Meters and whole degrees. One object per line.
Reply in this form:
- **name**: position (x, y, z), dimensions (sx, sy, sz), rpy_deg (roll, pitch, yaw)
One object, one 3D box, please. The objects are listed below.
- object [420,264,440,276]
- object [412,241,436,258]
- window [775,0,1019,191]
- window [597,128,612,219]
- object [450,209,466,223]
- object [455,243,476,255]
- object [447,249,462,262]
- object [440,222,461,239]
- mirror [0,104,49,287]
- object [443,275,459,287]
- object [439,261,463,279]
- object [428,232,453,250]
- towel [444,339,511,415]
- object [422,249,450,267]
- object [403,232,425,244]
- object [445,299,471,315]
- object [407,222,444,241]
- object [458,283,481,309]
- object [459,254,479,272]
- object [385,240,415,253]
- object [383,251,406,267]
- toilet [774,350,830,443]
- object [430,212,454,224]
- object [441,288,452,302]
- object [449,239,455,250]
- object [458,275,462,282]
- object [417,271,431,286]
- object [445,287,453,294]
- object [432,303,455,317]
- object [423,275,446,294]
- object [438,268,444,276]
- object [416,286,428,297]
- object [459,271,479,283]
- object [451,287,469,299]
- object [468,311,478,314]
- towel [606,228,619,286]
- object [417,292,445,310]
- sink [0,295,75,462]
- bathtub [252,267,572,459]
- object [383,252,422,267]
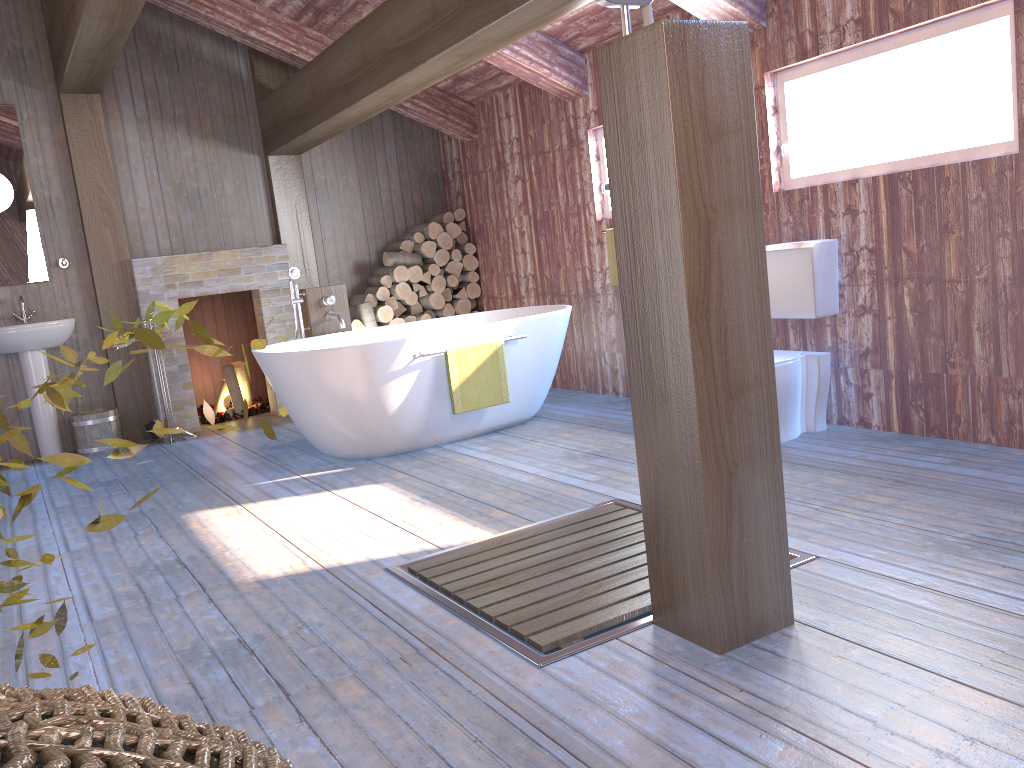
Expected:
- **object**: position (-0.731, -0.938, 7.321), dimensions (0.102, 0.109, 0.438), rpy_deg (-11, 9, -29)
- **object**: position (-0.778, -1.100, 7.307), dimensions (0.139, 0.148, 0.458), rpy_deg (-11, 9, -29)
- **window**: position (1.666, -1.224, 3.922), dimensions (0.054, 0.587, 1.255), rpy_deg (-11, 9, -28)
- **window**: position (0.907, -1.328, 5.265), dimensions (0.054, 0.587, 1.255), rpy_deg (-11, 9, -28)
- **object**: position (-0.498, -1.406, 7.470), dimensions (0.112, 0.113, 0.271), rpy_deg (-11, 9, -29)
- **object**: position (-0.449, -1.131, 7.476), dimensions (0.102, 0.109, 0.438), rpy_deg (-11, 9, -29)
- **object**: position (-0.556, -1.065, 7.417), dimensions (0.089, 0.106, 0.437), rpy_deg (-11, 9, -28)
- **object**: position (-0.584, -1.264, 7.412), dimensions (0.133, 0.142, 0.456), rpy_deg (-11, 9, -28)
- **mirror**: position (-3.442, -1.271, 5.998), dimensions (0.350, 1.199, 0.009), rpy_deg (-11, 9, -29)
- **object**: position (-0.590, -0.859, 7.412), dimensions (0.102, 0.109, 0.438), rpy_deg (-11, 9, -29)
- **object**: position (-0.585, -0.946, 7.444), dimensions (0.172, 0.151, 0.482), rpy_deg (-11, 9, -28)
- **object**: position (-0.657, -1.169, 7.353), dimensions (0.141, 0.143, 0.437), rpy_deg (-12, 10, -31)
- **towel**: position (-0.185, -0.043, 4.850), dimensions (0.370, 0.361, 0.032), rpy_deg (-12, 10, -33)
- **object**: position (-0.675, -1.028, 7.353), dimensions (0.143, 0.151, 0.440), rpy_deg (-11, 9, -29)
- **object**: position (-0.803, -1.189, 7.253), dimensions (0.094, 0.097, 0.227), rpy_deg (-11, 9, -28)
- **object**: position (-0.508, -0.648, 7.486), dimensions (0.137, 0.133, 0.437), rpy_deg (-12, 10, -31)
- **object**: position (-0.721, -1.251, 7.330), dimensions (0.135, 0.139, 0.456), rpy_deg (-11, 9, -28)
- **object**: position (-0.419, -0.738, 7.534), dimensions (0.137, 0.256, 0.439), rpy_deg (-11, 9, -29)
- **object**: position (-0.448, -1.018, 7.489), dimensions (0.147, 0.152, 0.439), rpy_deg (-11, 9, -29)
- **object**: position (-0.923, -1.112, 7.313), dimensions (0.140, 0.121, 0.319), rpy_deg (-11, 9, -28)
- **object**: position (-0.957, -1.019, 7.298), dimensions (0.113, 0.130, 0.291), rpy_deg (-11, 9, -28)
- **toilet**: position (1.211, 0.066, 4.254), dimensions (0.534, 0.400, 0.375), rpy_deg (-11, 9, -28)
- **object**: position (-0.586, -1.365, 7.420), dimensions (0.104, 0.121, 0.270), rpy_deg (-11, 9, -28)
- **object**: position (-0.619, -0.741, 7.390), dimensions (0.111, 0.118, 0.302), rpy_deg (-12, 9, -30)
- **object**: position (-0.599, -1.158, 7.504), dimensions (0.132, 0.119, 0.319), rpy_deg (-11, 9, -28)
- **object**: position (-0.500, -0.894, 7.516), dimensions (0.088, 0.092, 0.280), rpy_deg (-11, 9, -28)
- **object**: position (-0.799, -0.852, 7.288), dimensions (0.109, 0.124, 0.424), rpy_deg (-12, 9, -30)
- **object**: position (-0.563, -0.779, 7.421), dimensions (0.065, 0.069, 0.177), rpy_deg (-12, 9, -30)
- **object**: position (-0.599, -0.615, 7.398), dimensions (0.114, 0.113, 0.301), rpy_deg (-12, 10, -31)
- **object**: position (-0.699, -0.815, 7.354), dimensions (0.136, 0.157, 0.439), rpy_deg (-11, 9, -28)
- **object**: position (-0.652, -0.903, 7.349), dimensions (0.095, 0.090, 0.278), rpy_deg (-11, 9, -28)
- **object**: position (-0.788, -0.765, 7.309), dimensions (0.085, 0.096, 0.280), rpy_deg (-11, 9, -28)
- **object**: position (-0.425, -0.903, 7.507), dimensions (0.102, 0.109, 0.438), rpy_deg (-11, 9, -29)
- **object**: position (-0.518, -0.763, 7.464), dimensions (0.115, 0.112, 0.423), rpy_deg (-11, 9, -29)
- **object**: position (-0.412, -0.554, 7.565), dimensions (0.139, 0.137, 0.455), rpy_deg (-12, 10, -31)
- **towel**: position (0.709, -0.786, 5.455), dimensions (0.032, 0.361, 0.370), rpy_deg (-11, 9, -29)
- **object**: position (-0.721, -0.686, 7.350), dimensions (0.141, 0.143, 0.437), rpy_deg (-12, 10, -31)
- **sink**: position (-3.202, -0.031, 5.989), dimensions (0.582, 1.143, 0.475), rpy_deg (-12, 9, -30)
- **bathtub**: position (-0.534, -0.232, 5.295), dimensions (1.935, 1.109, 1.460), rpy_deg (-8, 8, -7)
- **object**: position (-0.880, -0.997, 7.115), dimensions (0.302, 0.157, 0.121), rpy_deg (-11, 9, -28)
